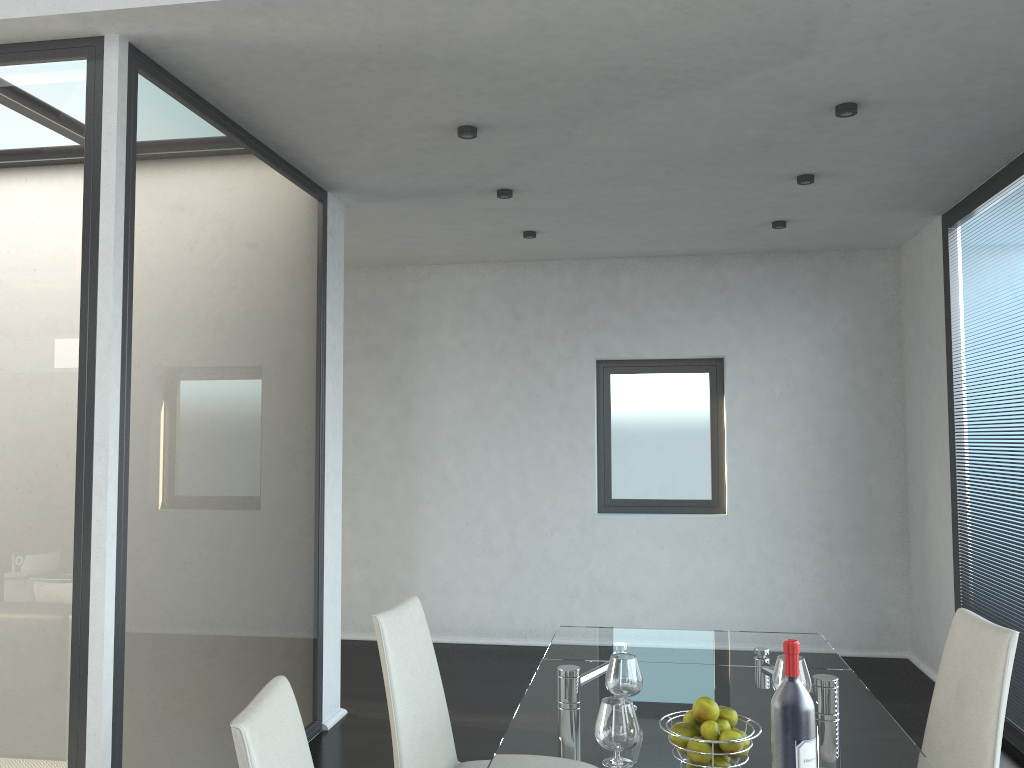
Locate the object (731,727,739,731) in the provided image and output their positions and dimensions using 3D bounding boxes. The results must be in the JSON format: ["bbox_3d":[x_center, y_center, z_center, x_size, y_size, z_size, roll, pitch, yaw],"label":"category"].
[{"bbox_3d":[0.459,0.735,1.842,0.040,0.040,0.039,0,-4,1],"label":"object"}]

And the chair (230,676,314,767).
[{"bbox_3d":[-0.176,1.051,1.595,0.612,0.959,0.471,0,-4,-1],"label":"chair"}]

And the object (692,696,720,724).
[{"bbox_3d":[0.400,0.673,1.828,0.055,0.056,0.055,-1,-4,9],"label":"object"}]

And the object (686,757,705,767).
[{"bbox_3d":[0.376,0.779,1.816,0.038,0.038,0.038,-1,-4,13],"label":"object"}]

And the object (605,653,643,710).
[{"bbox_3d":[0.290,0.772,2.300,0.098,0.132,0.098,-2,-4,29],"label":"object"}]

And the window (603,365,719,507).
[{"bbox_3d":[1.062,0.373,6.350,0.800,1.000,0.050,-1,-4,9],"label":"window"}]

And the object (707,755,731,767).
[{"bbox_3d":[0.418,0.771,1.783,0.048,0.048,0.048,-1,-4,20],"label":"object"}]

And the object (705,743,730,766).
[{"bbox_3d":[0.422,0.769,1.839,0.059,0.056,0.061,2,-4,-36],"label":"object"}]

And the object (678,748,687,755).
[{"bbox_3d":[0.367,0.752,1.852,0.045,0.042,0.045,0,-4,4],"label":"object"}]

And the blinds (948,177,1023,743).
[{"bbox_3d":[2.301,0.350,3.997,0.018,2.537,1.787,-1,-4,9],"label":"blinds"}]

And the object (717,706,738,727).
[{"bbox_3d":[0.450,0.699,1.861,0.047,0.045,0.047,-1,-4,10],"label":"object"}]

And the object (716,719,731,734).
[{"bbox_3d":[0.430,0.709,1.827,0.040,0.038,0.040,1,-4,-20],"label":"object"}]

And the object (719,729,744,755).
[{"bbox_3d":[0.436,0.711,1.762,0.047,0.048,0.047,2,-4,-28],"label":"object"}]

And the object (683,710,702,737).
[{"bbox_3d":[0.385,0.711,1.859,0.055,0.054,0.050,1,-4,-22],"label":"object"}]

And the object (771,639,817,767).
[{"bbox_3d":[0.511,0.631,1.609,0.082,0.326,0.082,-2,-4,30],"label":"object"}]

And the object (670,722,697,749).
[{"bbox_3d":[0.351,0.721,1.815,0.055,0.048,0.054,0,-4,2],"label":"object"}]

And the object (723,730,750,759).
[{"bbox_3d":[0.454,0.731,1.800,0.058,0.058,0.058,1,-4,-24],"label":"object"}]

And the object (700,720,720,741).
[{"bbox_3d":[0.399,0.700,1.785,0.040,0.043,0.044,-2,-4,24],"label":"object"}]

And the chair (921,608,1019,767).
[{"bbox_3d":[0.952,1.090,2.289,0.612,0.959,0.471,0,-4,4],"label":"chair"}]

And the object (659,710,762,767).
[{"bbox_3d":[0.406,0.751,1.816,0.206,0.105,0.206,2,-4,-36],"label":"object"}]

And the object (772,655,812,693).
[{"bbox_3d":[0.718,0.770,2.279,0.098,0.132,0.098,-2,-4,29],"label":"object"}]

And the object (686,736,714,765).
[{"bbox_3d":[0.376,0.733,1.775,0.053,0.055,0.054,2,-4,-26],"label":"object"}]

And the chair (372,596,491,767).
[{"bbox_3d":[-0.056,1.102,2.429,0.612,0.959,0.471,-1,-4,14],"label":"chair"}]

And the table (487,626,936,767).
[{"bbox_3d":[0.426,1.178,1.873,0.940,0.731,2.720,-1,-4,9],"label":"table"}]

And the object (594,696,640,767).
[{"bbox_3d":[0.227,0.748,1.907,0.098,0.132,0.098,-2,-4,29],"label":"object"}]
